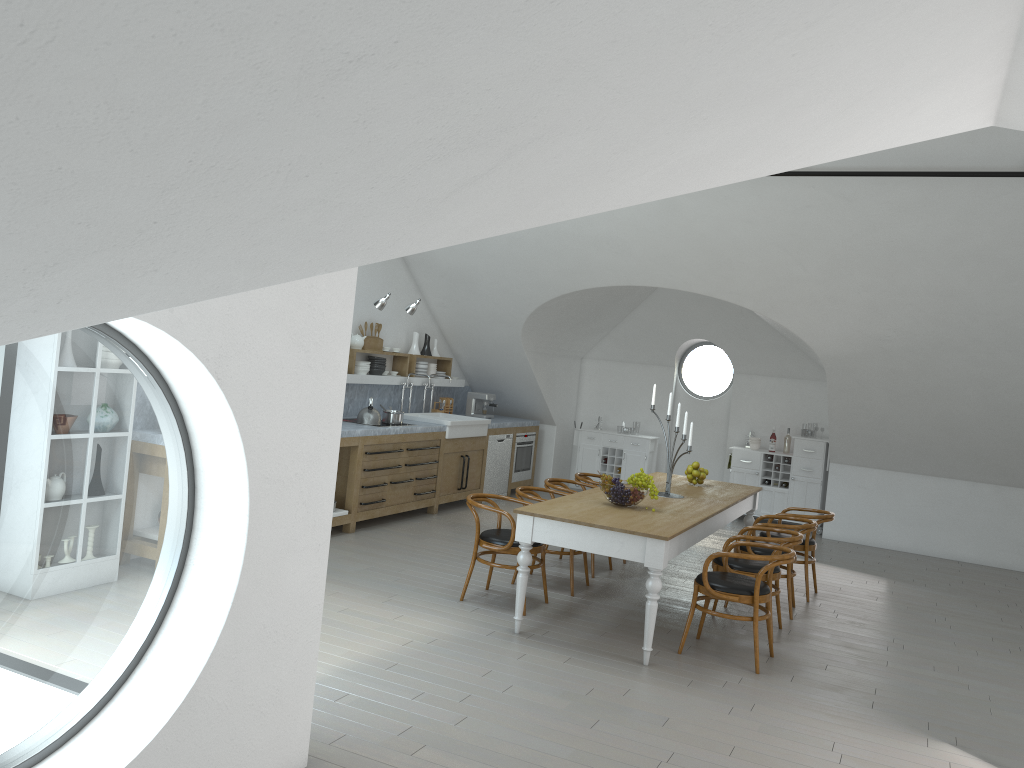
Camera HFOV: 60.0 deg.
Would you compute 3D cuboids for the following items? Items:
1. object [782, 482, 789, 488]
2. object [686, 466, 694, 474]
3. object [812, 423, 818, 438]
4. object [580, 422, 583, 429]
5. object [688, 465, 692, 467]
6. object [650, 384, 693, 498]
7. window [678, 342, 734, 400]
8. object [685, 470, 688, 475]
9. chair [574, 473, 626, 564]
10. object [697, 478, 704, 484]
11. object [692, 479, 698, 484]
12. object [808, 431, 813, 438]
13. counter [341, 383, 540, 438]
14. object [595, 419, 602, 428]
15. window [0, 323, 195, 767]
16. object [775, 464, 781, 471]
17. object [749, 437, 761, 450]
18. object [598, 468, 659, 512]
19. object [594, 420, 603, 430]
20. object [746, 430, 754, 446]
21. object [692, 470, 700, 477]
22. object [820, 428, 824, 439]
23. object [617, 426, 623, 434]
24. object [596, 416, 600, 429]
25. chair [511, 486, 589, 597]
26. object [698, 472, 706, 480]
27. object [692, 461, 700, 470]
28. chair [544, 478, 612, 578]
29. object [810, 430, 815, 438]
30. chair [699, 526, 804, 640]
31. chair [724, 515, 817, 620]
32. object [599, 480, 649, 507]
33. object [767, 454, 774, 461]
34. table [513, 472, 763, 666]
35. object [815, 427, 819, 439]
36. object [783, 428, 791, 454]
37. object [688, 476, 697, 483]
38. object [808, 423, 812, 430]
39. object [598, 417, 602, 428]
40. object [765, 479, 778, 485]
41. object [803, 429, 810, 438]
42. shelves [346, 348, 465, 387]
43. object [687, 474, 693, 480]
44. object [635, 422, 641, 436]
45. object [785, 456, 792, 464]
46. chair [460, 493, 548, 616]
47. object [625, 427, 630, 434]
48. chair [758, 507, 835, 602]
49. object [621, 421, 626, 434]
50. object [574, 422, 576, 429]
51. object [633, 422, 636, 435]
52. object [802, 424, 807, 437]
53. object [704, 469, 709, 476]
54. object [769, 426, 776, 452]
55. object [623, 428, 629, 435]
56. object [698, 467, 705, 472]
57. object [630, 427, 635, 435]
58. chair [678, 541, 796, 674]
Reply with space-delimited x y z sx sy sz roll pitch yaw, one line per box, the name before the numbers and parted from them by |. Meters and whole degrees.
object | 3.462 1.267 11.216 0.081 0.081 0.358 6 1 23
object | 1.584 0.767 7.881 0.066 0.071 0.072 6 1 -6
object | 3.842 0.591 11.248 0.063 0.187 0.063 6 0 11
object | 0.932 0.649 12.168 0.029 0.269 0.088 6 0 -38
object | 1.608 0.751 7.965 0.062 0.059 0.062 6 1 26
object | 1.278 0.451 7.122 0.265 0.875 0.775 6 1 -1
window | 2.699 -0.180 12.228 0.901 0.900 0.060 6 0 25
object | 1.579 0.794 7.940 0.062 0.059 0.062 6 1 29
chair | 0.864 1.248 8.395 0.622 0.735 0.527 6 0 22
object | 1.678 0.863 7.896 0.063 0.063 0.063 6 1 36
object | 1.620 0.866 7.856 0.050 0.050 0.051 6 1 29
object | 3.734 0.634 11.132 0.077 0.085 0.077 6 1 33
counter | -1.355 0.146 9.344 0.963 0.619 6.569 6 2 25
object | 1.207 0.551 12.322 0.097 0.137 0.029 6 0 28
window | -1.537 0.475 2.652 0.104 1.470 1.469 6 1 25
object | 3.394 1.059 11.269 0.085 0.085 0.330 6 1 25
object | 3.125 0.768 11.409 0.157 0.160 0.154 5 1 -37
object | 0.810 0.723 6.235 0.393 0.284 0.292 6 1 -11
object | 1.201 0.570 12.316 0.101 0.138 0.067 6 0 25
object | 3.135 0.717 11.654 0.115 0.209 0.065 6 0 27
object | 1.625 0.790 7.822 0.071 0.064 0.072 6 1 18
object | 3.881 0.618 11.095 0.046 0.143 0.046 6 0 36
object | 1.449 0.619 11.939 0.082 0.105 0.081 6 1 38
object | 1.197 0.534 12.325 0.039 0.175 0.054 6 0 25
chair | 0.298 1.227 7.059 0.622 0.735 0.527 6 0 22
object | 1.682 0.815 7.840 0.071 0.072 0.070 6 1 -10
object | 1.637 0.725 7.888 0.072 0.074 0.072 6 1 25
chair | 0.551 1.234 7.744 0.622 0.735 0.526 6 0 28
object | 3.793 0.632 11.190 0.071 0.098 0.071 6 0 33
chair | 1.724 1.392 6.333 0.622 0.735 0.527 6 0 25
chair | 2.045 1.407 6.986 0.622 0.735 0.527 6 0 20
object | 0.787 0.784 6.258 0.360 0.159 0.360 6 1 5
object | 3.311 0.939 11.306 0.093 0.094 0.359 6 1 25
table | 1.132 1.279 6.963 1.019 0.799 3.345 6 1 25
object | 3.809 0.611 11.093 0.046 0.143 0.046 6 0 36
object | 3.501 0.724 11.258 0.085 0.331 0.085 6 0 -16
object | 1.610 0.848 7.922 0.080 0.074 0.078 6 1 -20
object | 3.778 0.588 11.258 0.054 0.179 0.054 6 0 19
object | 1.220 0.539 12.298 0.039 0.164 0.024 6 0 38
object | 3.309 1.246 11.296 0.156 0.085 0.331 6 2 26
object | 3.674 0.619 11.071 0.081 0.105 0.082 6 1 -27
shelves | -1.688 -0.685 8.980 0.480 1.361 5.546 6 1 19
object | 1.578 0.822 7.857 0.060 0.056 0.059 6 1 20
object | 1.693 0.602 11.948 0.063 0.187 0.063 6 0 10
object | 3.495 0.964 11.210 0.088 0.085 0.359 6 1 25
chair | -0.062 1.207 6.428 0.622 0.735 0.527 6 0 25
object | 1.577 0.635 12.021 0.094 0.093 0.093 6 1 13
chair | 2.411 1.428 7.611 0.622 0.735 0.527 6 0 28
object | 1.509 0.591 11.998 0.048 0.169 0.048 6 0 13
object | 0.883 0.643 12.191 0.088 0.269 0.029 6 0 -2
object | 1.655 0.601 11.999 0.054 0.179 0.054 6 0 2
object | 3.676 0.585 11.153 0.048 0.169 0.048 6 0 -32
object | 1.724 0.789 7.910 0.063 0.063 0.062 6 1 -13
object | 3.341 0.706 11.340 0.081 0.329 0.081 6 0 21
object | 1.534 0.637 11.939 0.077 0.085 0.077 6 1 13
object | 1.684 0.769 7.873 0.058 0.057 0.053 6 1 40
object | 1.617 0.639 11.939 0.071 0.098 0.071 5 1 -42
chair | 1.454 1.383 5.658 0.622 0.735 0.526 6 0 28
